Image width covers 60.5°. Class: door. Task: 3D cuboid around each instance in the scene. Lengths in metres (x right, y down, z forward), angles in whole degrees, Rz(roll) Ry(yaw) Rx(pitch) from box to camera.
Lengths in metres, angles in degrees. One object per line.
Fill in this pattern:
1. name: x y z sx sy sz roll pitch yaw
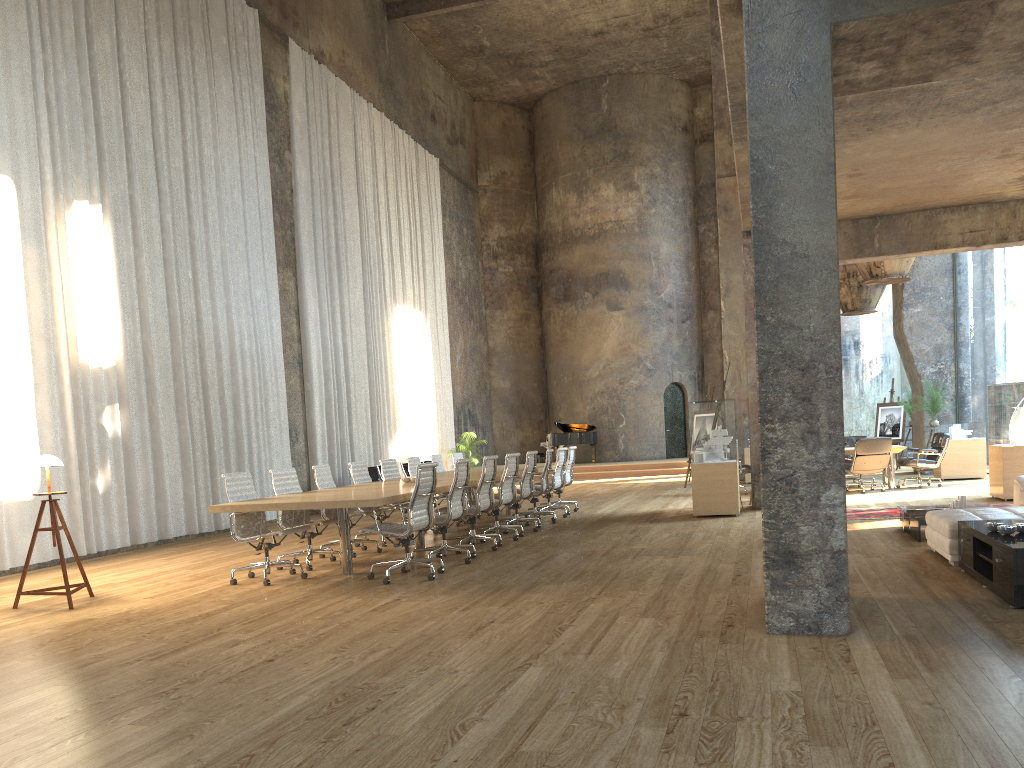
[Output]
1. door: 4.898 1.104 26.602 0.899 2.311 0.091 -5 4 -26

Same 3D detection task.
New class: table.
1. table: 4.454 1.379 9.037 0.861 0.248 0.368 -4 -1 16
2. table: -0.800 1.558 11.155 1.604 0.762 7.678 -4 -4 16
3. table: 4.354 1.384 8.685 0.791 0.203 1.105 -4 -3 16
4. table: 5.391 1.478 15.082 2.414 0.704 1.099 -4 -2 16

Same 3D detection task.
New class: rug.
1. rug: 4.964 1.578 10.842 2.467 0.009 1.340 -4 -4 16

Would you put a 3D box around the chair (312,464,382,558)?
1. chair: -1.843 1.409 9.898 0.700 1.032 0.661 -3 2 15

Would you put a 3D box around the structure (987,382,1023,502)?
1. structure: 6.779 0.761 11.727 0.595 1.557 0.737 -2 3 16

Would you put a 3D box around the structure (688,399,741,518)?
1. structure: 2.760 1.008 11.941 0.595 1.557 0.737 -2 3 16

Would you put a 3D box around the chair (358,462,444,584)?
1. chair: -0.986 1.229 7.849 0.700 1.032 0.660 -3 2 22

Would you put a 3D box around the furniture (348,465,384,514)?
1. furniture: -2.374 1.969 16.816 0.709 0.846 1.863 -3 -2 16

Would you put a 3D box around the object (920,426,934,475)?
1. object: 8.264 1.296 16.978 0.655 0.978 0.571 -5 2 -38

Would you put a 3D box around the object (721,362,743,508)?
1. object: 2.970 0.777 12.782 0.685 2.161 0.695 -2 3 15

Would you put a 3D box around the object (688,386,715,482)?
1. object: 4.338 1.131 19.616 0.685 2.161 0.696 0 4 42

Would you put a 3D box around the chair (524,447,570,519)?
1. chair: 0.505 1.473 13.058 0.700 1.032 0.660 -3 2 24

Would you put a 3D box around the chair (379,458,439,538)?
1. chair: -1.353 1.491 11.638 0.700 1.032 0.660 -3 2 24

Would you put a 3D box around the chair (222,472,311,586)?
1. chair: -2.288 1.329 8.241 0.700 1.032 0.660 -3 2 21

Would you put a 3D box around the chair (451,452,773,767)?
1. chair: 2.112 1.410 13.440 12.975 1.037 31.356 -4 -4 16

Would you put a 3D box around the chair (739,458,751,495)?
1. chair: 3.897 1.498 15.519 0.822 0.898 0.726 -3 1 12

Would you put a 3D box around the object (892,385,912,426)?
1. object: 8.777 0.467 19.381 0.689 0.945 0.853 -2 1 37

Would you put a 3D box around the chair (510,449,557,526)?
1. chair: 0.278 1.434 12.235 0.700 1.032 0.661 -3 2 15

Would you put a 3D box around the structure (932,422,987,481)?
1. structure: 8.121 1.219 15.969 0.736 1.021 0.738 -3 1 16

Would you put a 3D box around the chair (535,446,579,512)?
1. chair: 0.708 1.514 13.896 0.700 1.032 0.660 -3 2 21

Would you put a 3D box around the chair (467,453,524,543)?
1. chair: -0.229 1.353 10.500 0.700 1.032 0.660 -3 2 24

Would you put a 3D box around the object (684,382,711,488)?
1. object: 3.921 1.039 17.777 0.679 2.161 0.701 -6 4 -42

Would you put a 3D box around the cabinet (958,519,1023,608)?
1. cabinet: 3.355 1.181 5.911 0.396 0.371 1.554 -3 -3 16

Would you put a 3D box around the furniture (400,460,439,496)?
1. furniture: -1.717 2.076 19.104 0.709 0.846 1.863 -3 -2 16

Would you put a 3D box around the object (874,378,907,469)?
1. object: 8.876 0.927 20.556 0.702 2.161 0.679 0 5 45

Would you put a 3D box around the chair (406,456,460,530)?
1. chair: -1.109 1.531 12.500 0.700 1.032 0.660 -3 2 21

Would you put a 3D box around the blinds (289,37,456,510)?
1. blinds: -2.761 -1.798 19.840 0.275 8.697 7.781 -2 1 17

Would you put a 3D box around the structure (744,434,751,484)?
1. structure: 5.202 1.529 18.178 0.744 1.021 0.730 -3 1 16

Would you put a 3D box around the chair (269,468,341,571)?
1. chair: -2.079 1.370 9.077 0.700 1.032 0.660 -3 2 24

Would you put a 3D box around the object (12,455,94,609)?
1. object: -3.841 1.239 7.404 0.654 1.306 0.571 -5 4 -41

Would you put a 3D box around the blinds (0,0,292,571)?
1. blinds: -5.136 -2.186 11.556 0.275 8.697 7.781 -2 1 17

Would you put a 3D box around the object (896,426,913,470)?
1. object: 8.879 1.415 19.408 0.659 0.979 0.567 -3 2 10

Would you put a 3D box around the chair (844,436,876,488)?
1. chair: 6.087 1.379 15.661 0.731 0.898 0.816 -3 1 17

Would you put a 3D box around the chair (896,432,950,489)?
1. chair: 6.815 1.273 14.657 0.822 0.898 0.726 -3 1 10

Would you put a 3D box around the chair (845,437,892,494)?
1. chair: 5.685 1.315 14.272 0.728 0.898 0.819 -4 1 -10

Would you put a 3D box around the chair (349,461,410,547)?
1. chair: -1.598 1.451 10.795 0.700 1.032 0.660 -3 2 21

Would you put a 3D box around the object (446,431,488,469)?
1. object: -1.109 1.956 22.562 1.092 1.466 1.123 -3 1 7

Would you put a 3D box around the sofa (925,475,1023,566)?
1. sofa: 4.742 1.047 7.890 2.068 0.725 2.915 -4 -3 16

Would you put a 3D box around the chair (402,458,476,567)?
1. chair: -0.723 1.271 8.757 0.700 1.032 0.661 -3 2 19

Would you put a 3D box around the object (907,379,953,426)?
1. object: 8.081 0.358 17.029 0.860 0.946 0.683 -3 1 19

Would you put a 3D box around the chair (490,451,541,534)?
1. chair: 0.016 1.392 11.343 0.700 1.032 0.660 -3 2 21

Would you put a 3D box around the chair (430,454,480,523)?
1. chair: -0.859 1.572 13.380 0.700 1.032 0.661 -3 2 19

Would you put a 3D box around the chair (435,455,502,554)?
1. chair: -0.473 1.312 9.637 0.700 1.032 0.660 -3 2 21

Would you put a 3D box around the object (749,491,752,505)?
1. object: 3.887 1.169 13.381 0.571 1.305 0.653 -2 3 16
